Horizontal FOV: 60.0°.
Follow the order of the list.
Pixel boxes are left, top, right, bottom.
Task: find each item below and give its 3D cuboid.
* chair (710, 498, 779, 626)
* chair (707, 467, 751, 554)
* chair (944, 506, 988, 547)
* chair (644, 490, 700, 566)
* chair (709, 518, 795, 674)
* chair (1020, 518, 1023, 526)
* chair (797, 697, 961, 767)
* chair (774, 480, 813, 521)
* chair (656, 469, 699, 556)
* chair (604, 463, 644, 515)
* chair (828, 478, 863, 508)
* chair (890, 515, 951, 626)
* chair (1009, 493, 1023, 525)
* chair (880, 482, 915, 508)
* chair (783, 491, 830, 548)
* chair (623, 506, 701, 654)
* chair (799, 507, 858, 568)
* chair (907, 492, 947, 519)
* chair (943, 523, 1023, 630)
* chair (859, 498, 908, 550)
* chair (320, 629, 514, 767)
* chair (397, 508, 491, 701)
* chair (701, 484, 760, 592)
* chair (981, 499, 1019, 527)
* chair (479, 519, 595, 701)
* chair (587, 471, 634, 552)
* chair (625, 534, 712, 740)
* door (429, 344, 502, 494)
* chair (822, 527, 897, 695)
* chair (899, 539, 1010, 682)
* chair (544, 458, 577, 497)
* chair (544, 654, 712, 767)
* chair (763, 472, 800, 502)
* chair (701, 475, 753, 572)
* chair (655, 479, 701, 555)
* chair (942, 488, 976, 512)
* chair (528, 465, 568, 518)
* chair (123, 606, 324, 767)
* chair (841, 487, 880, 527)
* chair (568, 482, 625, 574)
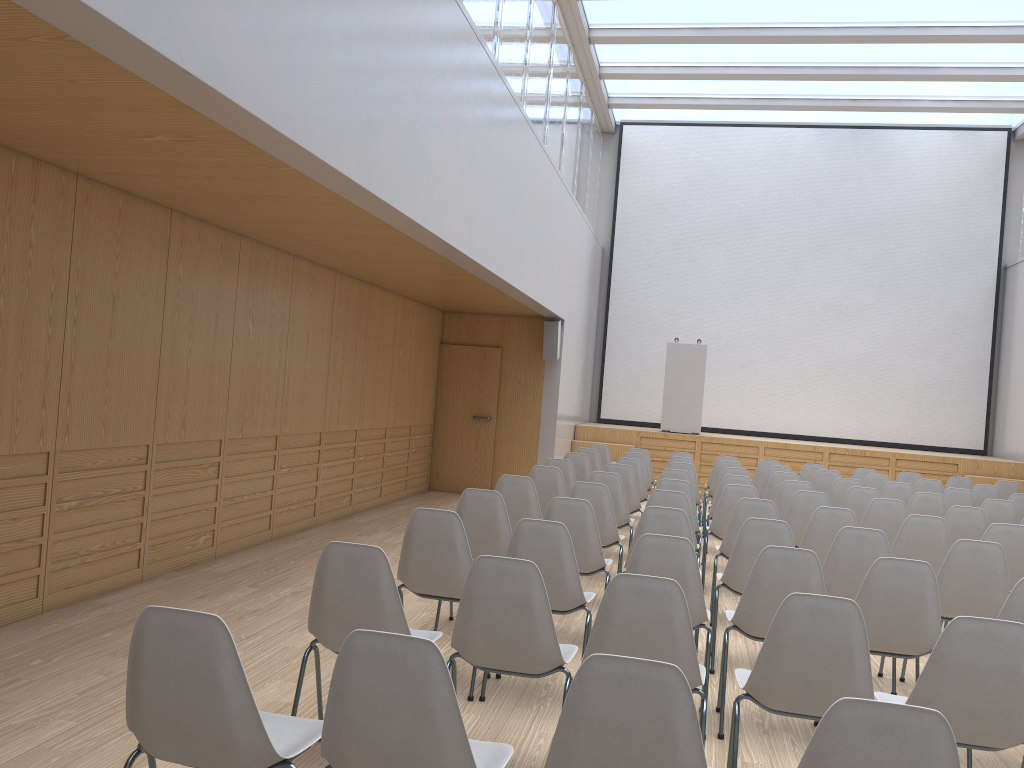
[{"bbox_3d":[1.623,1.194,6.050,0.479,0.876,0.505,4,0,12],"label":"chair"},{"bbox_3d":[2.218,1.264,8.941,0.479,0.876,0.505,4,0,12],"label":"chair"},{"bbox_3d":[3.329,1.333,6.689,0.479,0.876,0.505,4,0,12],"label":"chair"},{"bbox_3d":[1.063,1.151,6.138,0.479,0.876,0.505,4,0,12],"label":"chair"},{"bbox_3d":[1.389,1.167,5.008,0.479,0.876,0.505,4,0,12],"label":"chair"},{"bbox_3d":[3.809,1.370,6.570,0.479,0.876,0.505,4,0,12],"label":"chair"},{"bbox_3d":[0.795,1.097,2.068,0.479,0.876,0.505,4,0,12],"label":"chair"},{"bbox_3d":[2.472,1.275,7.868,0.479,0.876,0.505,4,0,12],"label":"chair"},{"bbox_3d":[1.469,1.198,8.096,0.479,0.876,0.505,4,0,12],"label":"chair"},{"bbox_3d":[0.985,1.161,8.215,0.479,0.876,0.505,4,0,12],"label":"chair"},{"bbox_3d":[3.216,1.340,8.671,0.479,0.876,0.505,4,0,12],"label":"chair"},{"bbox_3d":[2.630,1.272,5.832,0.479,0.876,0.505,4,0,12],"label":"chair"},{"bbox_3d":[4.760,1.460,8.435,0.479,0.876,0.505,4,0,12],"label":"chair"},{"bbox_3d":[3.703,1.378,8.672,0.479,0.876,0.505,4,0,12],"label":"chair"},{"bbox_3d":[2.277,1.253,6.936,0.479,0.876,0.505,4,0,12],"label":"chair"},{"bbox_3d":[0.871,1.128,5.175,0.479,0.876,0.505,4,0,12],"label":"chair"},{"bbox_3d":[2.075,1.228,5.887,0.479,0.876,0.505,4,0,12],"label":"chair"},{"bbox_3d":[3.525,1.357,7.698,0.479,0.876,0.505,4,0,12],"label":"chair"},{"bbox_3d":[3.092,1.307,5.717,0.479,0.876,0.505,4,0,12],"label":"chair"},{"bbox_3d":[2.809,1.293,6.816,0.479,0.876,0.505,4,0,12],"label":"chair"},{"bbox_3d":[-0.258,1.016,2.286,0.479,0.876,0.505,4,0,12],"label":"chair"},{"bbox_3d":[-0.338,1.027,4.386,0.479,0.876,0.505,4,0,12],"label":"chair"},{"bbox_3d":[1.768,1.213,7.013,0.479,0.876,0.505,4,0,12],"label":"chair"},{"bbox_3d":[4.046,1.397,7.562,0.479,0.876,0.505,4,0,12],"label":"chair"},{"bbox_3d":[0.155,1.065,4.302,0.479,0.876,0.505,4,0,12],"label":"chair"},{"bbox_3d":[0.753,1.135,7.223,0.479,0.876,0.505,4,0,12],"label":"chair"},{"bbox_3d":[0.691,1.106,4.132,0.479,0.876,0.505,4,0,12],"label":"chair"},{"bbox_3d":[-0.654,0.488,12.129,0.873,2.024,0.108,4,0,12],"label":"door"},{"bbox_3d":[1.879,1.205,4.948,0.479,0.876,0.505,4,0,12],"label":"chair"},{"bbox_3d":[2.416,1.246,4.795,0.479,0.876,0.505,4,0,12],"label":"chair"},{"bbox_3d":[0.441,1.119,8.268,0.479,0.876,0.505,4,0,12],"label":"chair"},{"bbox_3d":[0.292,1.059,2.242,0.479,0.876,0.505,4,0,12],"label":"chair"},{"bbox_3d":[2.685,1.300,8.865,0.479,0.876,0.505,4,0,12],"label":"chair"},{"bbox_3d":[1.974,1.237,7.950,0.479,0.876,0.505,4,0,12],"label":"chair"},{"bbox_3d":[1.264,1.174,7.034,0.479,0.876,0.505,4,0,12],"label":"chair"},{"bbox_3d":[4.190,1.415,8.512,0.479,0.876,0.505,4,0,12],"label":"chair"},{"bbox_3d":[0.293,1.100,7.347,0.479,0.876,0.505,4,0,12],"label":"chair"},{"bbox_3d":[-0.766,0.977,2.349,0.479,0.876,0.505,4,0,12],"label":"chair"},{"bbox_3d":[2.994,1.315,7.738,0.479,0.876,0.505,4,0,12],"label":"chair"},{"bbox_3d":[0.552,1.112,6.262,0.479,0.876,0.505,4,0,12],"label":"chair"}]
